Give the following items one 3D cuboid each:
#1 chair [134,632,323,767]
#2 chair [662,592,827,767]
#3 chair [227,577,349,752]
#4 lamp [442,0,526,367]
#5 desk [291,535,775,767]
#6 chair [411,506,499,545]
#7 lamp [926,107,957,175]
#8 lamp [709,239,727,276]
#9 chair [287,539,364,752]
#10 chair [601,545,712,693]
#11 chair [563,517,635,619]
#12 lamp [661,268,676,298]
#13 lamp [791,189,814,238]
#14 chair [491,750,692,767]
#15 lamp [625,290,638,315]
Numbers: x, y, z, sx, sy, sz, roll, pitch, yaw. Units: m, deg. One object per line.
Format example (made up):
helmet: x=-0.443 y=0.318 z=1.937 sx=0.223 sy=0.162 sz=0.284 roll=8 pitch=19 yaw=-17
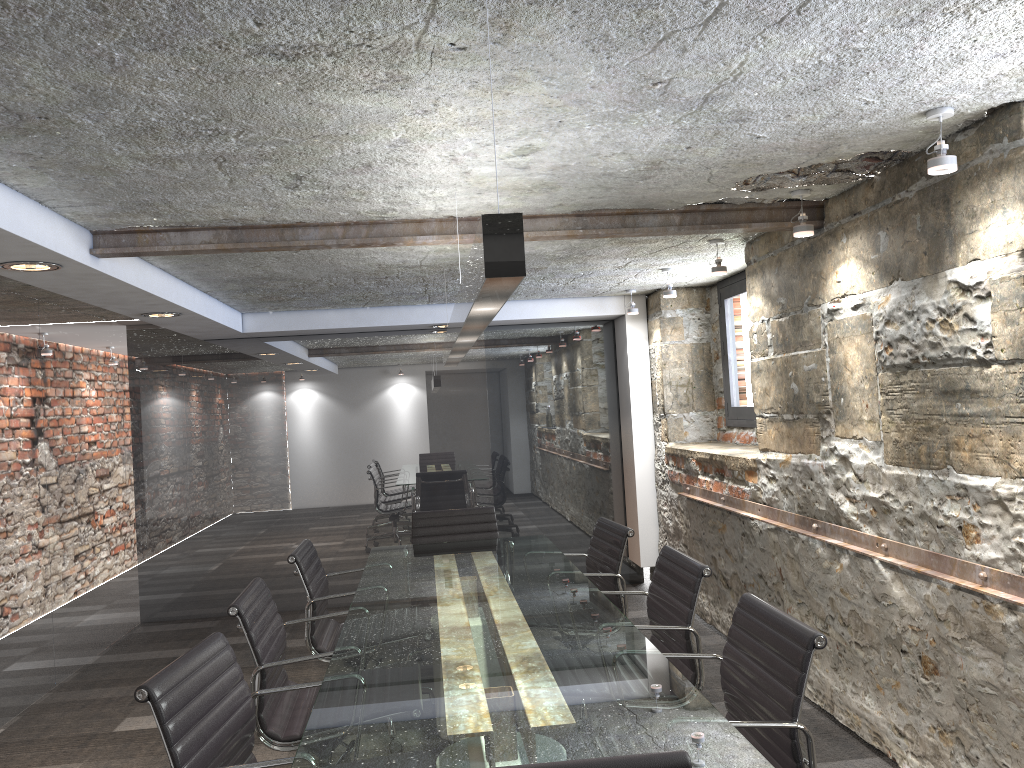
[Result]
chair: x=-0.511 y=1.070 z=2.168 sx=0.667 sy=0.837 sz=0.693 roll=-3 pitch=-1 yaw=-8
chair: x=0.441 y=1.016 z=2.247 sx=0.667 sy=0.837 sz=0.693 roll=-3 pitch=-1 yaw=-14
chair: x=-0.600 y=1.096 z=3.009 sx=0.667 sy=0.837 sz=0.693 roll=-3 pitch=-1 yaw=-16
lamp: x=-0.185 y=-0.400 z=3.127 sx=0.073 sy=0.524 sz=3.159 roll=-3 pitch=-1 yaw=-6
desk: x=-0.098 y=1.132 z=3.087 sx=0.909 sy=0.711 sz=3.154 roll=-3 pitch=-1 yaw=-6
chair: x=-0.277 y=1.120 z=4.748 sx=0.693 sy=0.837 sz=0.667 roll=-3 pitch=-1 yaw=-16
lamp: x=1.196 y=-0.675 z=2.473 sx=0.077 sy=0.165 sz=0.098 roll=-4 pitch=-2 yaw=27
lamp: x=1.007 y=-0.618 z=4.341 sx=0.077 sy=0.165 sz=0.098 roll=-4 pitch=-2 yaw=27
chair: x=-0.647 y=1.122 z=3.949 sx=0.667 sy=0.837 sz=0.693 roll=-3 pitch=-1 yaw=-15
chair: x=0.371 y=1.042 z=3.124 sx=0.667 sy=0.837 sz=0.693 roll=-3 pitch=-1 yaw=-15
chair: x=0.233 y=1.073 z=4.049 sx=0.667 sy=0.837 sz=0.693 roll=-3 pitch=-1 yaw=-19
lamp: x=0.920 y=-0.591 z=5.209 sx=0.077 sy=0.165 sz=0.098 roll=-4 pitch=-2 yaw=27
lamp: x=1.105 y=-0.647 z=3.377 sx=0.077 sy=0.165 sz=0.098 roll=-4 pitch=-2 yaw=27
chair: x=0.051 y=1.024 z=1.660 sx=0.693 sy=0.837 sz=0.667 roll=-3 pitch=-1 yaw=-14
lamp: x=0.828 y=-0.564 z=6.124 sx=0.077 sy=0.165 sz=0.098 roll=-4 pitch=-2 yaw=27
